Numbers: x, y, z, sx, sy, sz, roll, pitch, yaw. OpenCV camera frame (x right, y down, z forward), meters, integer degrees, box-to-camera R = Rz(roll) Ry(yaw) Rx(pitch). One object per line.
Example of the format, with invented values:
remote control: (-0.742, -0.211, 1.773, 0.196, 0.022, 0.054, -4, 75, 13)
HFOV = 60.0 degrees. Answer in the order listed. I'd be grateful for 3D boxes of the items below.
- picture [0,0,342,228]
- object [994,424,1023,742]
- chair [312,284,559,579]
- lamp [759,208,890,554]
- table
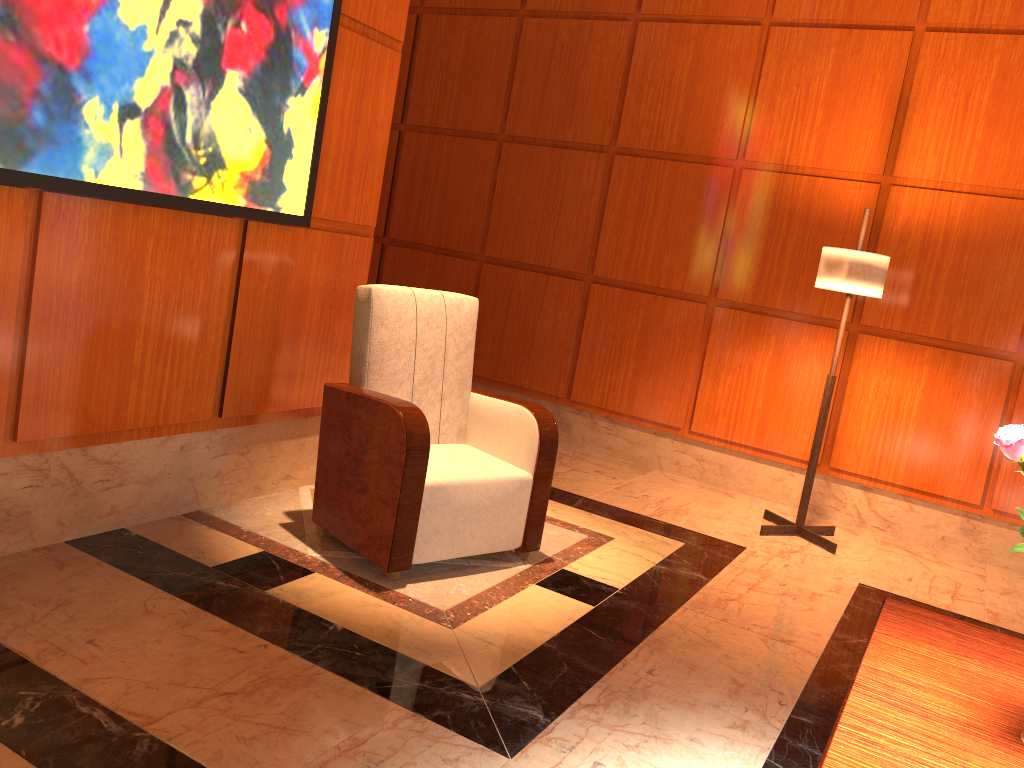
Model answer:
picture: (-1.140, -1.403, 2.484, 0.057, 1.728, 1.999, 13, 9, 27)
object: (0.953, 0.317, 1.416, 0.350, 0.593, 0.329, 3, 10, -42)
chair: (-0.279, 0.143, 3.404, 0.737, 0.956, 0.632, 3, 10, -43)
lamp: (1.556, -0.033, 4.306, 0.360, 1.653, 0.528, 12, 7, 17)
table: (0.876, 0.876, 1.455, 0.727, 0.531, 1.169, 14, 10, 27)
